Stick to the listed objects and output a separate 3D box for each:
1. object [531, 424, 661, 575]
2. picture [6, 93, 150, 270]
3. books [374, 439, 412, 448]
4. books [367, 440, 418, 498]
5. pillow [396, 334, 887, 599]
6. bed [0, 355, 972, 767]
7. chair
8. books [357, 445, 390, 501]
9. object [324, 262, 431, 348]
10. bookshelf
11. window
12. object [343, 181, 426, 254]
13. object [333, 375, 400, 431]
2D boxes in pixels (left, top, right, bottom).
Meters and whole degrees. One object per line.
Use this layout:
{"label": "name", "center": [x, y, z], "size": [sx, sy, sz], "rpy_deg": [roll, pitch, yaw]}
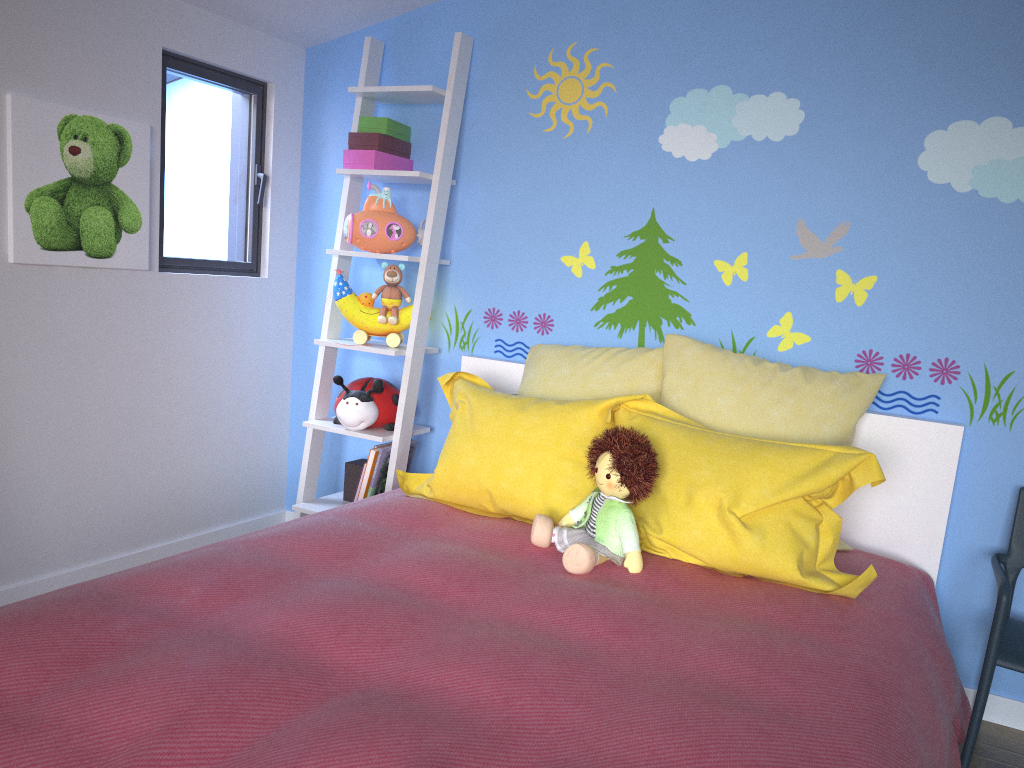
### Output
{"label": "object", "center": [0.201, 0.262, 2.049], "size": [0.251, 0.345, 0.283], "rpy_deg": [0, 10, -28]}
{"label": "picture", "center": [-1.247, -0.564, 2.575], "size": [0.026, 0.447, 0.448], "rpy_deg": [10, 10, 27]}
{"label": "books", "center": [-0.444, 0.319, 3.064], "size": [0.077, 0.256, 0.208], "rpy_deg": [10, 10, 27]}
{"label": "books", "center": [1.680, 3.599, 4.641], "size": [5.395, 6.771, 0.357], "rpy_deg": [1, 11, -22]}
{"label": "pillow", "center": [0.337, 0.132, 2.411], "size": [1.339, 0.536, 0.676], "rpy_deg": [9, 9, 28]}
{"label": "bed", "center": [-0.040, 0.487, 1.770], "size": [1.919, 0.818, 2.306], "rpy_deg": [9, 8, 27]}
{"label": "chair", "center": [1.391, 0.638, 2.118], "size": [0.510, 0.680, 0.414], "rpy_deg": [9, 10, 23]}
{"label": "books", "center": [-0.445, 0.327, 3.019], "size": [0.079, 0.250, 0.196], "rpy_deg": [10, 10, 27]}
{"label": "object", "center": [-0.457, -0.269, 2.977], "size": [0.372, 0.284, 0.152], "rpy_deg": [5, 9, 0]}
{"label": "bookshelf", "center": [-0.464, -0.245, 3.032], "size": [0.389, 1.868, 0.378], "rpy_deg": [10, 11, 27]}
{"label": "window", "center": [-1.080, -0.754, 3.059], "size": [0.208, 0.754, 0.583], "rpy_deg": [10, 10, 27]}
{"label": "object", "center": [-0.416, -0.556, 2.992], "size": [0.295, 0.236, 0.156], "rpy_deg": [5, 9, -2]}
{"label": "object", "center": [-0.508, 0.056, 3.058], "size": [0.252, 0.185, 0.321], "rpy_deg": [11, 10, 34]}
